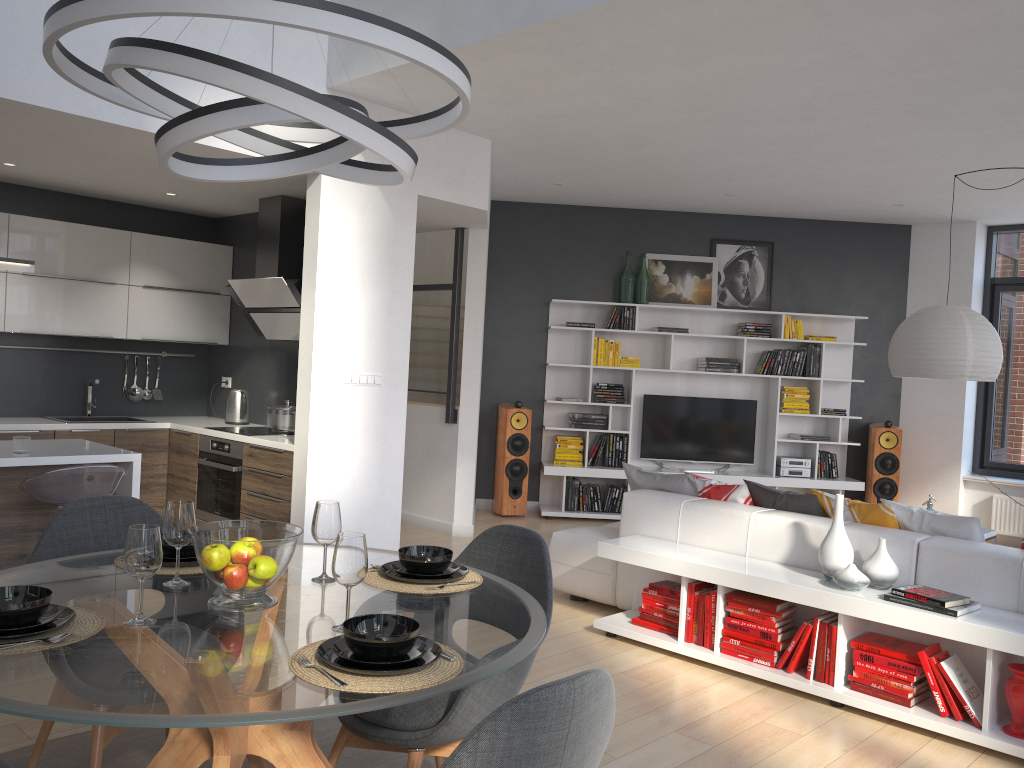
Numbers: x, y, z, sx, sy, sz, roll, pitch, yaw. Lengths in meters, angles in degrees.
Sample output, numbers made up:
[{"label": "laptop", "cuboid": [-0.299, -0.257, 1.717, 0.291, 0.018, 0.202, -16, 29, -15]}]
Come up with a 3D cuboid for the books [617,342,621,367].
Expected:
[{"label": "books", "cuboid": [1.014, -0.280, 8.484, 0.024, 0.234, 0.172, 3, 1, -2]}]

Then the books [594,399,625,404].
[{"label": "books", "cuboid": [0.931, 0.171, 8.472, 0.263, 0.026, 0.189, 3, 1, -3]}]

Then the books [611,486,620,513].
[{"label": "books", "cuboid": [0.967, 1.089, 8.412, 0.071, 0.243, 0.179, 3, 1, -3]}]

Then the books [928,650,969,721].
[{"label": "books", "cuboid": [1.807, 1.235, 3.644, 0.171, 0.232, 0.148, 2, 2, -45]}]

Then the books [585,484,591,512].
[{"label": "books", "cuboid": [0.721, 1.077, 8.394, 0.050, 0.242, 0.169, 3, 1, -2]}]

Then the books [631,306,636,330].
[{"label": "books", "cuboid": [1.150, -0.620, 8.461, 0.019, 0.230, 0.174, 3, 1, -2]}]

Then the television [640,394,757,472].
[{"label": "television", "cuboid": [1.796, 0.479, 8.557, 1.102, 0.704, 0.207, 3, 1, -2]}]

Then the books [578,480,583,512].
[{"label": "books", "cuboid": [0.643, 1.060, 8.409, 0.053, 0.268, 0.202, 3, 1, -2]}]

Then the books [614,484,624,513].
[{"label": "books", "cuboid": [1.005, 1.088, 8.425, 0.084, 0.249, 0.191, 3, 1, -2]}]

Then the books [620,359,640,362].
[{"label": "books", "cuboid": [1.121, -0.226, 8.473, 0.187, 0.014, 0.134, 3, 1, -2]}]

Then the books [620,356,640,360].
[{"label": "books", "cuboid": [1.118, -0.246, 8.485, 0.186, 0.026, 0.138, 3, 1, -2]}]

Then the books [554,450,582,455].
[{"label": "books", "cuboid": [0.536, 0.659, 8.518, 0.263, 0.015, 0.198, 3, 1, 1]}]

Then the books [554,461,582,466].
[{"label": "books", "cuboid": [0.537, 0.751, 8.491, 0.270, 0.029, 0.204, 3, 1, 3]}]

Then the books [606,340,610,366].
[{"label": "books", "cuboid": [0.908, -0.294, 8.480, 0.019, 0.251, 0.180, 3, 1, -2]}]

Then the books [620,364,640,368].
[{"label": "books", "cuboid": [1.117, -0.174, 8.475, 0.190, 0.033, 0.147, 3, 1, -2]}]

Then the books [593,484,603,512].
[{"label": "books", "cuboid": [0.814, 1.078, 8.403, 0.083, 0.249, 0.191, 3, 1, -2]}]

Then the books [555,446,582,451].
[{"label": "books", "cuboid": [0.541, 0.620, 8.514, 0.251, 0.019, 0.180, 3, 1, -2]}]

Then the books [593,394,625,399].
[{"label": "books", "cuboid": [0.928, 0.117, 8.491, 0.266, 0.030, 0.209, 3, 1, -3]}]

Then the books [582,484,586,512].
[{"label": "books", "cuboid": [0.674, 1.077, 8.407, 0.053, 0.240, 0.189, 3, 1, -1]}]

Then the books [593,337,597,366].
[{"label": "books", "cuboid": [0.777, -0.310, 8.463, 0.029, 0.270, 0.204, 3, 1, -2]}]

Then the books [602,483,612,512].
[{"label": "books", "cuboid": [0.894, 1.077, 8.426, 0.066, 0.260, 0.197, 3, 1, -2]}]

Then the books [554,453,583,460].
[{"label": "books", "cuboid": [0.537, 0.689, 8.504, 0.255, 0.044, 0.198, 3, 1, -2]}]

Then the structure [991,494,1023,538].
[{"label": "structure", "cuboid": [4.999, 1.291, 7.737, 1.474, 0.460, 0.110, 4, 2, 43]}]

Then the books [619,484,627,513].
[{"label": "books", "cuboid": [1.039, 1.085, 8.426, 0.066, 0.260, 0.197, 3, 1, -2]}]

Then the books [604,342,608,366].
[{"label": "books", "cuboid": [0.886, -0.282, 8.462, 0.024, 0.229, 0.156, 3, 1, -2]}]

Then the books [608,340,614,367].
[{"label": "books", "cuboid": [0.935, -0.292, 8.479, 0.035, 0.250, 0.185, 3, 1, -2]}]

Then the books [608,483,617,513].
[{"label": "books", "cuboid": [0.940, 1.082, 8.424, 0.075, 0.254, 0.192, 3, 1, -3]}]

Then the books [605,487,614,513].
[{"label": "books", "cuboid": [0.916, 1.089, 8.398, 0.069, 0.242, 0.172, 3, 1, -1]}]

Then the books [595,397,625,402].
[{"label": "books", "cuboid": [0.934, 0.145, 8.474, 0.270, 0.025, 0.189, 3, 1, -3]}]

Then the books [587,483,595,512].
[{"label": "books", "cuboid": [0.749, 1.073, 8.406, 0.066, 0.255, 0.193, 3, 1, -2]}]

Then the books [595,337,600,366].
[{"label": "books", "cuboid": [0.804, -0.308, 8.473, 0.025, 0.270, 0.213, 3, 1, -2]}]

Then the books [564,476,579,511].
[{"label": "books", "cuboid": [0.554, 1.033, 8.411, 0.128, 0.321, 0.259, 3, 1, -2]}]

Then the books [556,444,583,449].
[{"label": "books", "cuboid": [0.553, 0.593, 8.512, 0.250, 0.035, 0.185, 3, 1, 1]}]

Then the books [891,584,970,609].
[{"label": "books", "cuboid": [1.748, 0.886, 3.705, 0.188, 0.027, 0.238, 2, 1, -33]}]

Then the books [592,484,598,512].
[{"label": "books", "cuboid": [0.779, 1.081, 8.399, 0.066, 0.242, 0.177, 3, 1, -2]}]

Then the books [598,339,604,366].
[{"label": "books", "cuboid": [0.838, -0.300, 8.479, 0.044, 0.255, 0.198, 3, 1, -2]}]

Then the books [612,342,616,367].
[{"label": "books", "cuboid": [0.964, -0.285, 8.482, 0.023, 0.239, 0.169, 3, 1, -2]}]

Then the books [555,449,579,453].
[{"label": "books", "cuboid": [0.528, 0.640, 8.496, 0.228, 0.024, 0.152, 3, 1, 2]}]

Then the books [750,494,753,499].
[{"label": "books", "cuboid": [2.236, 1.163, 8.455, 0.096, 0.234, 0.187, 3, 1, -1]}]

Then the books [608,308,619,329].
[{"label": "books", "cuboid": [0.967, -0.621, 8.473, 0.087, 0.214, 0.171, 3, 1, -1]}]

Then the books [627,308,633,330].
[{"label": "books", "cuboid": [1.122, -0.615, 8.468, 0.038, 0.218, 0.169, 3, 1, -2]}]

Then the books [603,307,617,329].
[{"label": "books", "cuboid": [0.935, -0.623, 8.466, 0.096, 0.213, 0.166, 3, 1, -3]}]

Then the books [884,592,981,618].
[{"label": "books", "cuboid": [1.764, 0.913, 3.723, 0.245, 0.026, 0.300, 2, 2, -42]}]

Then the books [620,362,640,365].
[{"label": "books", "cuboid": [1.119, -0.196, 8.478, 0.196, 0.011, 0.148, 3, 1, -2]}]

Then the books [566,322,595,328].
[{"label": "books", "cuboid": [0.649, -0.555, 8.445, 0.268, 0.046, 0.208, 3, 1, 2]}]

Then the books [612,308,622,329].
[{"label": "books", "cuboid": [0.996, -0.619, 8.462, 0.074, 0.212, 0.154, 3, 1, -3]}]

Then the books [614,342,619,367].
[{"label": "books", "cuboid": [0.988, -0.281, 8.479, 0.024, 0.234, 0.172, 3, 1, -2]}]

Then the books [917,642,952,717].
[{"label": "books", "cuboid": [1.778, 1.224, 3.681, 0.134, 0.248, 0.192, 4, 2, 43]}]

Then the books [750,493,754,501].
[{"label": "books", "cuboid": [2.268, 1.164, 8.442, 0.081, 0.233, 0.169, 3, 1, -3]}]

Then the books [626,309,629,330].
[{"label": "books", "cuboid": [1.092, -0.608, 8.466, 0.021, 0.200, 0.147, 3, 1, -2]}]

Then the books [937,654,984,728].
[{"label": "books", "cuboid": [1.847, 1.244, 3.606, 0.186, 0.223, 0.188, 4, 2, 44]}]

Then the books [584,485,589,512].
[{"label": "books", "cuboid": [0.698, 1.079, 8.401, 0.049, 0.236, 0.170, 3, 1, -1]}]

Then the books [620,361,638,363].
[{"label": "books", "cuboid": [1.115, -0.210, 8.458, 0.169, 0.018, 0.113, 3, 1, 0]}]

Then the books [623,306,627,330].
[{"label": "books", "cuboid": [1.068, -0.624, 8.470, 0.025, 0.232, 0.176, 3, 1, -2]}]

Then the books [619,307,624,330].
[{"label": "books", "cuboid": [1.044, -0.619, 8.464, 0.021, 0.221, 0.156, 3, 1, -2]}]

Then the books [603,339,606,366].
[{"label": "books", "cuboid": [0.869, -0.300, 8.482, 0.015, 0.263, 0.199, 3, 1, -2]}]
